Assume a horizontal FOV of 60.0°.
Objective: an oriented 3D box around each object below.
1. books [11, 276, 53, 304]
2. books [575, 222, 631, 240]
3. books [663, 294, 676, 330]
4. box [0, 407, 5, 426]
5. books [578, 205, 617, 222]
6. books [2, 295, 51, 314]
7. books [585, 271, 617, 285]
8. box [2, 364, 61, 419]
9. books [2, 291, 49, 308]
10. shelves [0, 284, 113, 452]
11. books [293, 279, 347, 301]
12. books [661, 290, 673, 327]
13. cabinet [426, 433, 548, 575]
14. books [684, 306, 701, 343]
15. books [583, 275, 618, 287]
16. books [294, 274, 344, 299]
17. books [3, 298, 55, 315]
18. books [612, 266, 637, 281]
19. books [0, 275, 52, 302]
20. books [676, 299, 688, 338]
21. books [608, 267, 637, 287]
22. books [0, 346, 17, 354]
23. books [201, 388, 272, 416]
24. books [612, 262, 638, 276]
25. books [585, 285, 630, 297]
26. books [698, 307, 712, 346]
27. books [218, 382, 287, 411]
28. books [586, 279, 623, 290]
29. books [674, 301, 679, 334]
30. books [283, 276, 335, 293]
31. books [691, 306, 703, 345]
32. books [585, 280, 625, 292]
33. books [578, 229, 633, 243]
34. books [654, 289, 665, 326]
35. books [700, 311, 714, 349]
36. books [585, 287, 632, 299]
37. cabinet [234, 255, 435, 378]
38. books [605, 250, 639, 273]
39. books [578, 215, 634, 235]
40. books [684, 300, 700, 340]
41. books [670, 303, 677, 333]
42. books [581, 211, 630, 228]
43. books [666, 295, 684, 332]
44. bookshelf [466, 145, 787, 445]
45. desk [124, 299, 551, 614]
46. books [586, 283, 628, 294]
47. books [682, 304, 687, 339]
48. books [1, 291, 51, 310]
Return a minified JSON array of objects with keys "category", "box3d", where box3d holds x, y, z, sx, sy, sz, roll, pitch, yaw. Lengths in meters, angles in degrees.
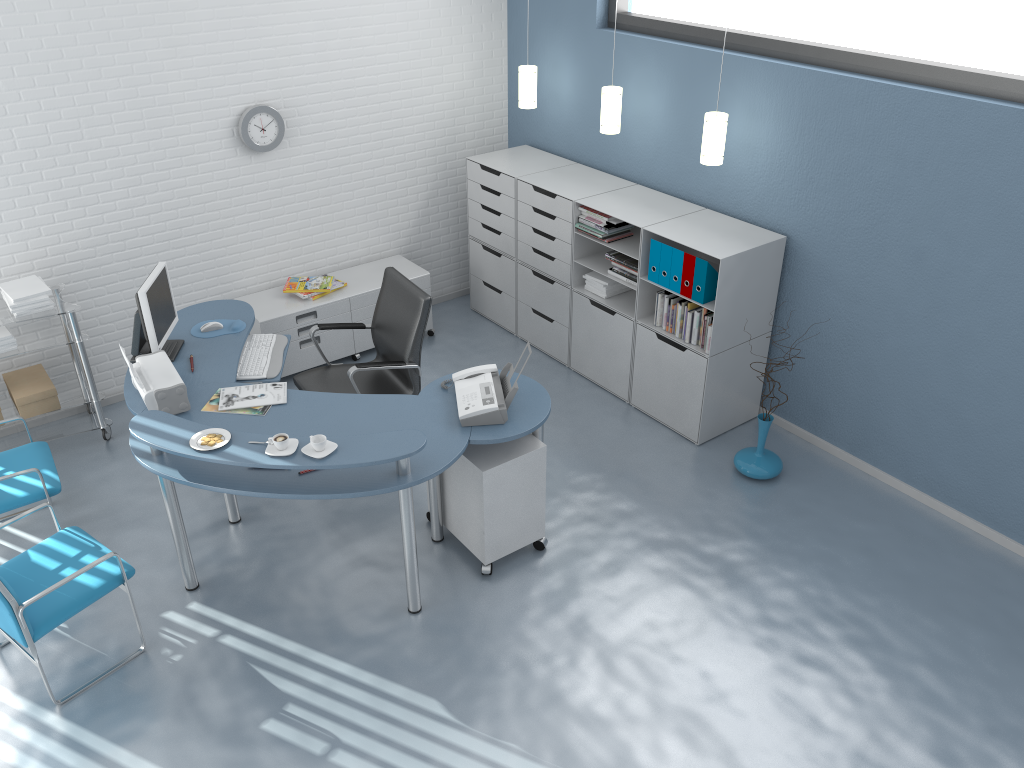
[{"category":"books","box3d":[-2.591,-0.504,4.739,0.190,0.015,0.270,-21,36,-31]},{"category":"books","box3d":[0.546,-0.941,5.340,0.234,0.034,0.240,-21,36,-31]},{"category":"books","box3d":[0.925,-0.420,5.050,0.157,0.198,0.022,-21,36,-31]},{"category":"box","box3d":[-2.909,0.130,4.786,0.207,0.133,0.347,-24,38,-35]},{"category":"books","box3d":[0.560,-1.034,5.285,0.212,0.024,0.258,-21,36,-31]},{"category":"books","box3d":[-2.598,-0.455,4.743,0.190,0.015,0.270,-20,36,-30]},{"category":"books","box3d":[0.618,-0.684,5.505,0.270,0.015,0.190,-25,38,-35]},{"category":"box","box3d":[-2.674,0.040,4.938,0.207,0.133,0.347,-21,36,-31]},{"category":"books","box3d":[-2.596,-0.480,4.728,0.190,0.015,0.270,-19,35,-29]},{"category":"shelves","box3d":[-2.778,0.011,4.864,0.896,0.848,0.441,-21,36,-31]},{"category":"books","box3d":[-1.263,-0.630,5.808,0.210,0.020,0.300,21,36,32]},{"category":"books","box3d":[0.916,-0.447,5.065,0.138,0.229,0.032,-21,36,-31]},{"category":"cabinet","box3d":[-0.130,0.486,4.270,0.383,0.605,0.559,-20,36,-30]},{"category":"books","box3d":[1.032,-0.336,4.919,0.173,0.184,0.032,-21,36,-31]},{"category":"books","box3d":[0.604,-0.672,5.515,0.270,0.015,0.190,-21,36,-31]},{"category":"books","box3d":[-1.281,-0.636,5.778,0.300,0.020,0.210,-25,38,-35]},{"category":"books","box3d":[-2.593,-0.446,4.757,0.190,0.015,0.270,-23,37,-34]},{"category":"books","box3d":[0.746,-0.665,5.216,0.212,0.023,0.224,-21,36,-31]},{"category":"books","box3d":[-2.594,-0.510,4.720,0.190,0.015,0.270,-25,38,-35]},{"category":"books","box3d":[0.990,-0.381,4.963,0.166,0.217,0.038,-21,36,-31]},{"category":"books","box3d":[0.734,-0.649,5.245,0.212,0.034,0.265,-21,36,-31]},{"category":"books","box3d":[-2.781,-0.215,4.744,0.190,0.015,0.270,-22,37,-32]},{"category":"books","box3d":[-1.240,0.081,4.063,0.300,0.005,0.200,4,31,7]},{"category":"books","box3d":[0.744,-0.698,5.215,0.197,0.034,0.251,-21,36,-31]},{"category":"books","box3d":[0.618,-0.619,5.543,0.270,0.015,0.190,-23,37,-34]},{"category":"books","box3d":[1.089,-0.332,4.867,0.138,0.229,0.032,-21,36,-31]},{"category":"books","box3d":[-1.196,0.055,4.102,0.300,0.010,0.200,-7,31,-11]},{"category":"books","box3d":[0.626,-0.657,5.518,0.270,0.015,0.190,-19,35,-29]},{"category":"books","box3d":[0.978,-0.387,4.999,0.146,0.193,0.032,-21,36,-31]},{"category":"books","box3d":[-1.315,-0.645,5.755,0.300,0.020,0.210,-1,30,-2]},{"category":"books","box3d":[1.060,-0.332,4.894,0.157,0.203,0.040,-21,36,-31]},{"category":"books","box3d":[0.620,-0.641,5.521,0.270,0.015,0.190,-21,36,-31]},{"category":"books","box3d":[0.564,-0.917,5.351,0.209,0.019,0.265,-21,36,-31]},{"category":"books","box3d":[0.887,-0.448,5.092,0.157,0.203,0.040,-21,36,-31]},{"category":"books","box3d":[1.097,-0.305,4.852,0.157,0.198,0.022,-21,36,-31]},{"category":"books","box3d":[0.618,-0.606,5.550,0.270,0.015,0.190,-21,36,-31]},{"category":"cabinet","box3d":[-1.168,-0.446,5.992,1.259,0.484,0.447,-21,36,-31]},{"category":"books","box3d":[0.723,-0.733,5.200,0.224,0.041,0.283,-21,36,-31]},{"category":"books","box3d":[0.563,-0.973,5.317,0.212,0.044,0.265,-21,36,-31]},{"category":"books","box3d":[1.022,-0.377,4.926,0.157,0.247,0.021,-21,36,-31]},{"category":"books","box3d":[0.957,-0.387,5.019,0.157,0.172,0.021,-21,36,-31]},{"category":"books","box3d":[0.582,-1.004,5.292,0.187,0.034,0.298,-21,36,-31]},{"category":"books","box3d":[0.941,-0.412,5.030,0.157,0.203,0.032,-21,36,-31]},{"category":"bookshelf","box3d":[0.583,-0.682,5.715,0.521,1.141,2.294,-21,36,-31]},{"category":"desk","box3d":[-1.047,0.327,4.257,2.282,0.900,1.402,15,34,24]},{"category":"books","box3d":[0.626,-0.629,5.531,0.270,0.015,0.190,-20,36,-30]},{"category":"books","box3d":[1.011,-0.366,4.951,0.155,0.203,0.017,-21,36,-31]},{"category":"books","box3d":[-2.601,-0.470,4.740,0.190,0.015,0.270,-21,36,-31]}]
